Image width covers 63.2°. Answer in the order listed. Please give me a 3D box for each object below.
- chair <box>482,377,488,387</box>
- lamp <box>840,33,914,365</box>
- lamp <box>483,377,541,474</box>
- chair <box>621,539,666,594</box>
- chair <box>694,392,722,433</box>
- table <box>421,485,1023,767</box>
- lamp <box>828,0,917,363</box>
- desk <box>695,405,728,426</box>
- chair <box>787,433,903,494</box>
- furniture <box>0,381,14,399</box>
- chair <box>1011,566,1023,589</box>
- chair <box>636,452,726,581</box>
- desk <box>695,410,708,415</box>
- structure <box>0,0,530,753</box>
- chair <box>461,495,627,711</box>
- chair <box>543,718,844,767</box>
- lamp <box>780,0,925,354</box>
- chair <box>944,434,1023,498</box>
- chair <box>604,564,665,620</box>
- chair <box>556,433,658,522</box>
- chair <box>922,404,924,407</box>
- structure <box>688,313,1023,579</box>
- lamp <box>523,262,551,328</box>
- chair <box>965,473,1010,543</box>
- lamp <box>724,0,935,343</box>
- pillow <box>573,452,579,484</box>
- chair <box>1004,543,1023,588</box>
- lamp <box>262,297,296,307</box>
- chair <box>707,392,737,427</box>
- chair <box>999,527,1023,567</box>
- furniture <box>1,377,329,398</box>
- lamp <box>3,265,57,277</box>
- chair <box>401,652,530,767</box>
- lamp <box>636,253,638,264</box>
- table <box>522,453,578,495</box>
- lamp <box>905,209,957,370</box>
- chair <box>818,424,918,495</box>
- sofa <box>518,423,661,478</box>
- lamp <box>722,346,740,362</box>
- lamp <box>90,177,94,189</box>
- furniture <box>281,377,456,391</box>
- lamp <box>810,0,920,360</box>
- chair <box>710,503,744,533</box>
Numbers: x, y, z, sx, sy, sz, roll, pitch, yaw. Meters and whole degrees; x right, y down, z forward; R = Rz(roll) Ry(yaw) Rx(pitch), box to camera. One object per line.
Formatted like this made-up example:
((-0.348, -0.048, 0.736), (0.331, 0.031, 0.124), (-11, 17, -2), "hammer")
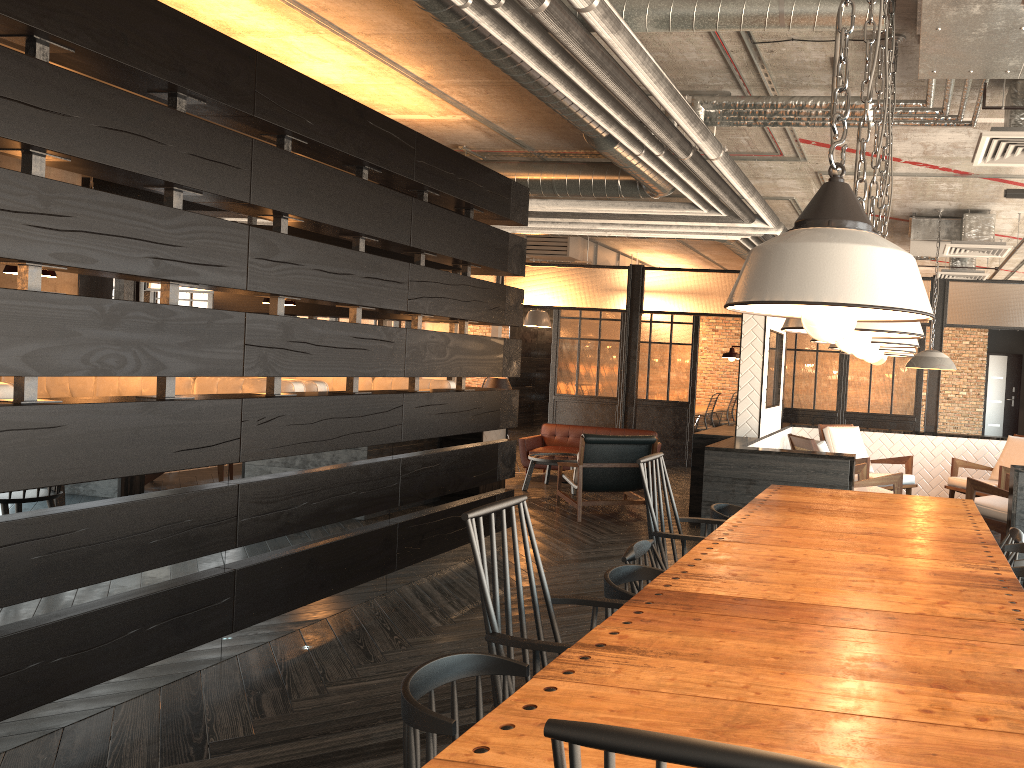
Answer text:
((-0.678, 0.369, 15.633), (0.654, 1.062, 0.745), (3, 2, 18), "chair")
((1.825, -0.958, 4.048), (0.314, 1.737, 0.418), (4, 2, 37), "lamp")
((0.002, 0.518, 10.528), (0.950, 1.178, 0.481), (2, 2, -25), "lamp")
((0.681, 1.019, 3.366), (0.435, 0.725, 0.402), (3, 2, 16), "chair")
((2.957, 0.645, 13.295), (0.654, 1.062, 0.745), (3, 2, 18), "chair")
((1.168, 1.026, 2.940), (1.098, 0.791, 4.066), (4, 2, 24), "table")
((1.516, -0.953, 3.390), (0.314, 1.737, 0.418), (4, 2, 37), "lamp")
((3.309, 0.781, 14.977), (0.741, 0.720, 1.781), (4, 2, 23), "desk")
((2.929, 0.920, 7.330), (1.029, 0.906, 0.655), (2, 2, -15), "chair")
((-2.775, 0.571, 3.092), (1.771, 1.260, 1.141), (3, 2, 14), "furniture")
((1.897, 1.083, 3.257), (0.418, 0.737, 0.402), (3, 2, 17), "chair")
((0.834, 0.857, 3.849), (0.459, 1.032, 0.493), (3, 2, 18), "chair")
((2.549, 0.793, 13.362), (0.741, 0.720, 1.781), (4, 2, 23), "desk")
((-4.050, -0.280, 4.178), (5.727, 2.741, 5.895), (4, 2, 17), "structure")
((0.145, 0.868, 2.384), (0.459, 1.032, 0.493), (3, 2, 18), "chair")
((0.300, 0.916, 1.177), (0.417, 1.032, 0.540), (3, 2, 24), "chair")
((0.897, -0.943, 2.073), (0.362, 1.737, 0.370), (3, 2, 6), "lamp")
((5.119, 0.994, 8.707), (1.064, 0.906, 0.629), (2, 2, -24), "chair")
((0.524, 1.021, 2.864), (0.418, 0.737, 0.402), (3, 2, 17), "chair")
((0.905, 0.840, 8.075), (0.832, 0.795, 0.916), (2, 2, -16), "chair")
((5.964, 0.825, 12.814), (0.654, 1.062, 0.745), (3, 2, 18), "chair")
((3.869, 0.338, 8.154), (3.714, 2.114, 3.984), (4, 2, 18), "structure")
((0.447, -1.681, 13.461), (0.498, 1.502, 0.392), (2, 2, -21), "lamp")
((4.368, 1.007, 7.064), (0.835, 0.906, 0.796), (2, 2, -37), "chair")
((0.586, -0.938, 1.414), (0.420, 1.737, 0.312), (2, 2, -31), "lamp")
((0.932, 0.794, 7.890), (0.758, 0.334, 0.225), (2, 2, -22), "pillow")
((2.186, 1.082, 3.750), (0.418, 0.737, 0.402), (3, 2, 17), "chair")
((-1.503, -1.012, 5.448), (0.188, 1.050, 0.200), (3, 2, 10), "lamp")
((3.725, 0.633, 14.929), (0.654, 1.062, 0.745), (3, 2, 18), "chair")
((2.326, 1.081, 4.202), (0.435, 0.725, 0.402), (3, 2, 16), "chair")
((-1.998, 0.559, 4.744), (1.771, 1.260, 1.141), (3, 2, 14), "furniture")
((-2.236, -1.001, 3.890), (0.173, 1.050, 0.214), (3, 2, 26), "lamp")
((-0.025, 1.023, 1.886), (0.418, 0.737, 0.402), (3, 2, 17), "chair")
((2.614, -1.544, 14.057), (0.275, 0.857, 3.702), (3, 2, 25), "lamp")
((0.541, 0.991, 9.292), (0.682, 0.372, 0.746), (3, 2, 13), "table")
((4.111, -0.919, 8.073), (0.456, 1.544, 0.563), (3, 2, 26), "lamp")
((3.730, 0.914, 8.835), (0.831, 0.906, 0.801), (2, 2, -32), "chair")
((0.967, 0.853, 10.212), (1.529, 0.637, 0.714), (3, 2, 12), "sofa")
((2.142, -0.302, 8.046), (0.252, 0.171, 0.175), (2, 2, -17), "lamp")
((-3.046, -1.627, 6.035), (0.398, 1.502, 0.492), (3, 2, 26), "lamp")
((-1.385, 0.549, 6.047), (1.776, 1.260, 0.626), (3, 2, 11), "furniture")
((1.206, -0.948, 2.732), (0.322, 1.737, 0.410), (4, 2, 30), "lamp")
((1.233, 1.011, 4.324), (0.418, 0.737, 0.402), (3, 2, 17), "chair")
